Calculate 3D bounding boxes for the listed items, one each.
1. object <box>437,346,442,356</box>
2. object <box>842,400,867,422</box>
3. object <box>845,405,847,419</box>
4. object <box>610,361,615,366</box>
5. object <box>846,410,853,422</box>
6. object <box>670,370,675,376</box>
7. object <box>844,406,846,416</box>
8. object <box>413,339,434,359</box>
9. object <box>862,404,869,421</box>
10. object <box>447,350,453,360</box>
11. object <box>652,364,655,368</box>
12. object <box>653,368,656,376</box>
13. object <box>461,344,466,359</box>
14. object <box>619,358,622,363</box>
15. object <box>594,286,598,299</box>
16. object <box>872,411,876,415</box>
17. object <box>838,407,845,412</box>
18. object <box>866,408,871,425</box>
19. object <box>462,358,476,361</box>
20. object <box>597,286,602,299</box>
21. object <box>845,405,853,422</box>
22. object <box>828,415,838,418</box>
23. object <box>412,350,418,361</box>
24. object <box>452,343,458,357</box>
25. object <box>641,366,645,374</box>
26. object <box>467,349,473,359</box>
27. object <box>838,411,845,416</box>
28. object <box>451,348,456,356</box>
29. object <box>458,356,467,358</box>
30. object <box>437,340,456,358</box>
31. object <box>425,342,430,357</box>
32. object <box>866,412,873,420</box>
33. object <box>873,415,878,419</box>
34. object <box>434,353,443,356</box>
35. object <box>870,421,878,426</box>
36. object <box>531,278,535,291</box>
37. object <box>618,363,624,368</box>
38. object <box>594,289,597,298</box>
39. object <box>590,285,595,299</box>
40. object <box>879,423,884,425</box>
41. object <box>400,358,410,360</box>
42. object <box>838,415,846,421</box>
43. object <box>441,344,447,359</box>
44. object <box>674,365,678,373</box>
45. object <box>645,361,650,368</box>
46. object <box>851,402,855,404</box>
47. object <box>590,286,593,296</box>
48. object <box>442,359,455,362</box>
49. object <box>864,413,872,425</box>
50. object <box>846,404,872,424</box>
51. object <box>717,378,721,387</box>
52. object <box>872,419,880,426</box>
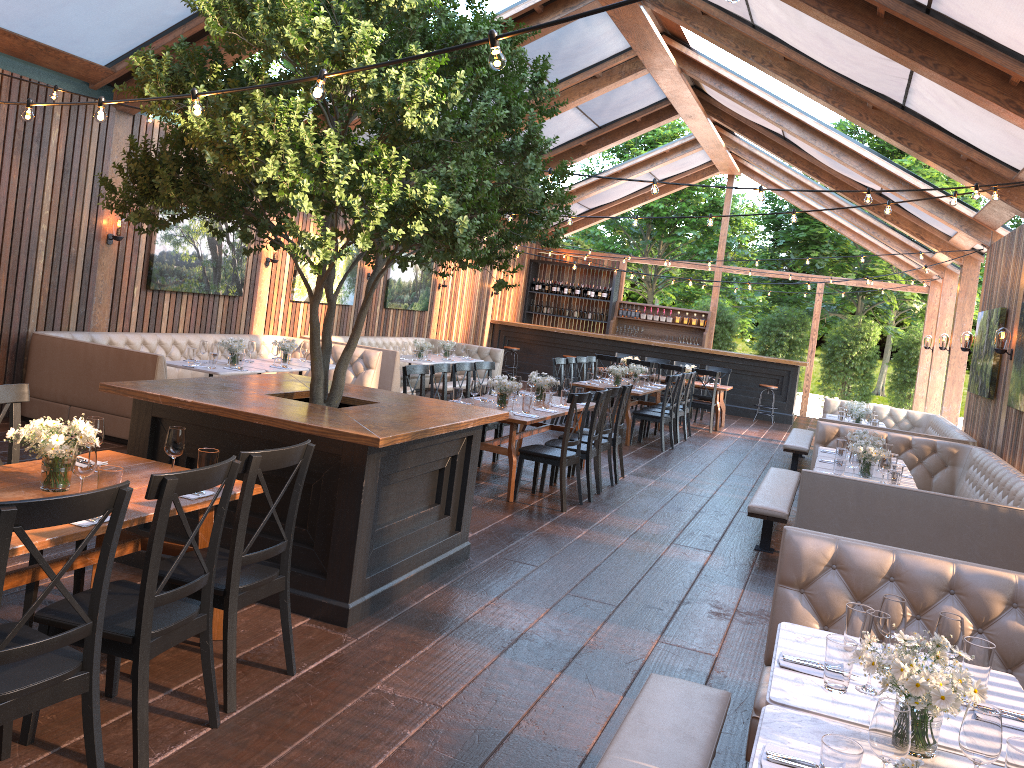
[{"bbox_3d":[-1.214,-0.552,14.887,0.092,0.158,0.092,8,2,7],"label":"object"},{"bbox_3d":[4.834,0.380,12.417,0.329,0.309,0.337,7,4,-5],"label":"object"},{"bbox_3d":[4.820,0.385,12.690,0.092,0.244,0.093,6,2,-27],"label":"object"},{"bbox_3d":[1.859,-0.354,16.386,0.091,0.158,0.092,5,3,-43],"label":"object"},{"bbox_3d":[4.278,0.451,11.236,0.092,0.244,0.093,7,2,-22],"label":"object"},{"bbox_3d":[2.902,-0.183,15.981,0.091,0.158,0.092,5,3,-43],"label":"object"},{"bbox_3d":[4.912,0.412,12.993,0.092,0.158,0.092,8,2,7],"label":"object"},{"bbox_3d":[-1.398,-0.546,13.743,0.331,0.309,0.335,11,5,42],"label":"object"},{"bbox_3d":[5.100,0.415,12.761,0.092,0.244,0.093,6,2,-27],"label":"object"},{"bbox_3d":[-1.000,-0.468,14.273,0.092,0.158,0.092,8,2,7],"label":"object"},{"bbox_3d":[2.469,-0.251,15.656,0.092,0.244,0.093,6,2,-27],"label":"object"},{"bbox_3d":[2.479,-0.197,15.552,0.091,0.158,0.092,5,3,-43],"label":"object"},{"bbox_3d":[-0.823,-0.555,14.989,0.092,0.244,0.093,6,2,-27],"label":"object"},{"bbox_3d":[1.924,-0.342,15.870,0.092,0.244,0.093,6,2,-27],"label":"object"},{"bbox_3d":[2.037,-2.194,21.245,0.077,0.308,0.077,7,2,-1],"label":"object"},{"bbox_3d":[5.199,0.468,12.793,0.092,0.158,0.092,8,2,7],"label":"object"},{"bbox_3d":[4.710,0.417,12.660,0.092,0.158,0.092,8,2,7],"label":"object"},{"bbox_3d":[4.825,0.449,12.014,0.092,0.244,0.093,6,2,-27],"label":"object"},{"bbox_3d":[-0.743,-0.419,14.856,0.256,0.019,0.157,9,6,21],"label":"object"},{"bbox_3d":[2.103,-2.181,21.186,0.078,0.311,0.078,8,2,15],"label":"object"},{"bbox_3d":[4.558,0.417,11.986,0.092,0.244,0.093,6,2,-27],"label":"object"},{"bbox_3d":[4.711,0.472,12.828,0.256,0.019,0.157,9,6,21],"label":"object"},{"bbox_3d":[-1.448,-0.425,13.194,0.092,0.158,0.092,8,2,7],"label":"object"},{"bbox_3d":[-0.977,-0.586,15.115,0.092,0.244,0.093,6,2,-27],"label":"object"},{"bbox_3d":[2.408,-0.264,16.179,0.091,0.158,0.092,5,3,-43],"label":"object"},{"bbox_3d":[-0.725,-0.502,15.020,0.092,0.158,0.092,8,2,7],"label":"object"},{"bbox_3d":[4.448,0.449,11.957,0.092,0.158,0.092,8,2,7],"label":"object"},{"bbox_3d":[-1.012,-0.557,15.221,0.092,0.158,0.092,8,2,7],"label":"object"},{"bbox_3d":[-0.856,-0.466,15.213,0.158,0.019,0.255,9,6,20],"label":"object"},{"bbox_3d":[-1.084,-0.589,14.643,0.329,0.309,0.337,7,4,-5],"label":"object"},{"bbox_3d":[-1.366,-0.553,14.214,0.092,0.244,0.093,6,2,-27],"label":"object"},{"bbox_3d":[4.548,0.480,11.292,0.092,0.244,0.093,7,2,-22],"label":"object"},{"bbox_3d":[4.924,0.502,12.045,0.092,0.158,0.092,8,2,7],"label":"object"},{"bbox_3d":[-1.213,-0.498,15.055,0.256,0.019,0.157,9,6,21],"label":"object"},{"bbox_3d":[4.475,0.545,10.966,0.092,0.158,0.092,8,2,7],"label":"object"},{"bbox_3d":[0.529,-2.451,21.853,0.081,0.324,0.171,7,2,5],"label":"object"},{"bbox_3d":[1.932,-0.286,15.753,0.091,0.158,0.092,5,3,-43],"label":"object"},{"bbox_3d":[2.040,-2.199,21.351,0.075,0.302,0.075,7,2,3],"label":"object"},{"bbox_3d":[1.944,-2.219,21.261,0.087,0.334,0.087,7,2,0],"label":"object"},{"bbox_3d":[5.180,0.551,12.628,0.256,0.019,0.157,9,6,21],"label":"object"},{"bbox_3d":[-1.622,-0.378,13.205,0.158,0.019,0.255,9,6,20],"label":"object"},{"bbox_3d":[4.168,0.483,11.207,0.092,0.158,0.092,8,2,7],"label":"object"},{"bbox_3d":[-1.099,-0.521,14.241,0.092,0.244,0.093,6,2,-27],"label":"object"},{"bbox_3d":[2.945,-0.212,15.887,0.092,0.244,0.093,6,2,-27],"label":"object"},{"bbox_3d":[2.456,-0.292,16.070,0.092,0.244,0.093,6,2,-27],"label":"object"},{"bbox_3d":[4.947,0.383,12.887,0.092,0.244,0.093,6,2,-27],"label":"object"},{"bbox_3d":[1.938,-2.218,21.365,0.078,0.311,0.078,8,2,15],"label":"object"},{"bbox_3d":[-1.019,-0.385,14.108,0.256,0.019,0.157,9,6,21],"label":"object"},{"bbox_3d":[4.451,0.489,11.070,0.092,0.244,0.093,7,2,-22],"label":"object"},{"bbox_3d":[4.521,0.423,11.518,0.331,0.309,0.335,11,5,42],"label":"object"},{"bbox_3d":[3.527,-0.026,15.156,0.091,0.158,0.092,5,3,-43],"label":"object"},{"bbox_3d":[4.646,0.533,11.324,0.092,0.158,0.092,8,2,7],"label":"object"}]
